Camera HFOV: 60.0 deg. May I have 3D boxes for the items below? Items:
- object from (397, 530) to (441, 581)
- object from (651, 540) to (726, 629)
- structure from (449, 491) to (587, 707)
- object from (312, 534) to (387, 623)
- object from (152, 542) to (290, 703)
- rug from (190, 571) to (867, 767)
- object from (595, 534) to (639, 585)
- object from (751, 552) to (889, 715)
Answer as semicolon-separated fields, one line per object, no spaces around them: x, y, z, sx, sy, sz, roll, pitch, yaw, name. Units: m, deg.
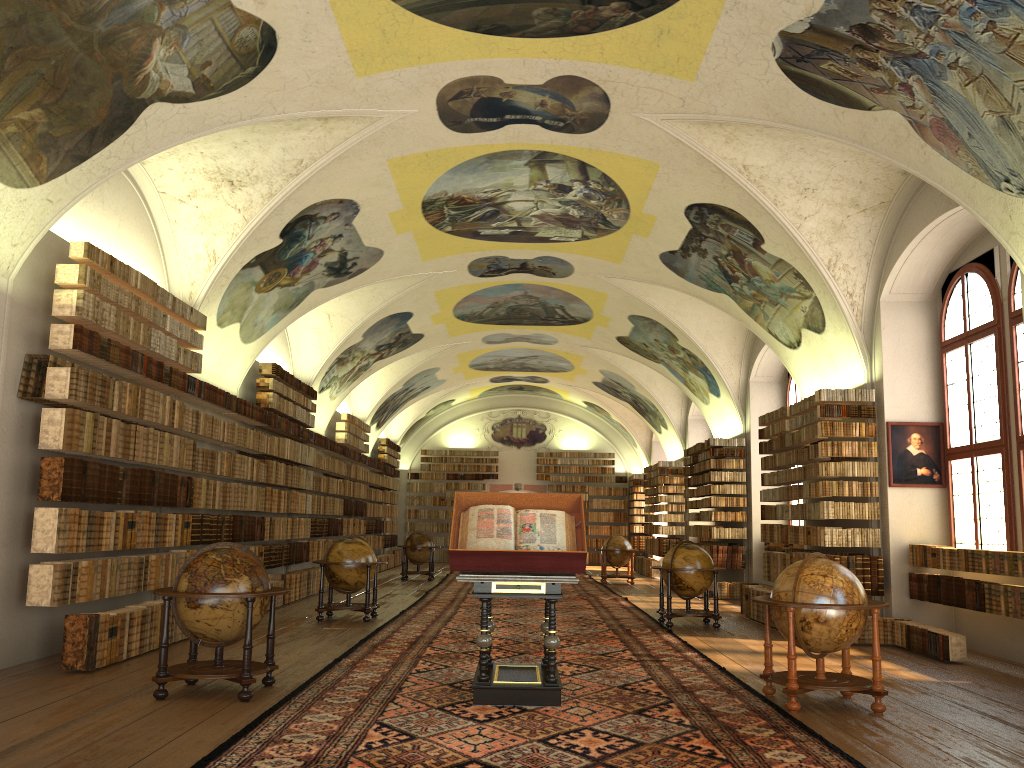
-2.753;5.050;26.168;1.280;1.444;1.281;-7;-11;42;object
3.033;3.427;15.280;1.280;1.444;1.281;7;-10;-37;object
0.052;2.093;8.863;1.245;1.976;1.897;1;-8;0;structure
-2.809;3.333;15.327;1.280;1.444;1.281;-5;-11;38;object
-2.847;2.281;8.686;1.280;1.444;1.281;7;-10;-37;object
0.243;4.591;18.622;4.704;0.064;37.010;1;-9;0;rug
3.096;5.143;26.110;1.280;1.444;1.281;-7;-11;42;object
2.993;2.375;8.640;1.280;1.444;1.281;-5;-11;38;object
